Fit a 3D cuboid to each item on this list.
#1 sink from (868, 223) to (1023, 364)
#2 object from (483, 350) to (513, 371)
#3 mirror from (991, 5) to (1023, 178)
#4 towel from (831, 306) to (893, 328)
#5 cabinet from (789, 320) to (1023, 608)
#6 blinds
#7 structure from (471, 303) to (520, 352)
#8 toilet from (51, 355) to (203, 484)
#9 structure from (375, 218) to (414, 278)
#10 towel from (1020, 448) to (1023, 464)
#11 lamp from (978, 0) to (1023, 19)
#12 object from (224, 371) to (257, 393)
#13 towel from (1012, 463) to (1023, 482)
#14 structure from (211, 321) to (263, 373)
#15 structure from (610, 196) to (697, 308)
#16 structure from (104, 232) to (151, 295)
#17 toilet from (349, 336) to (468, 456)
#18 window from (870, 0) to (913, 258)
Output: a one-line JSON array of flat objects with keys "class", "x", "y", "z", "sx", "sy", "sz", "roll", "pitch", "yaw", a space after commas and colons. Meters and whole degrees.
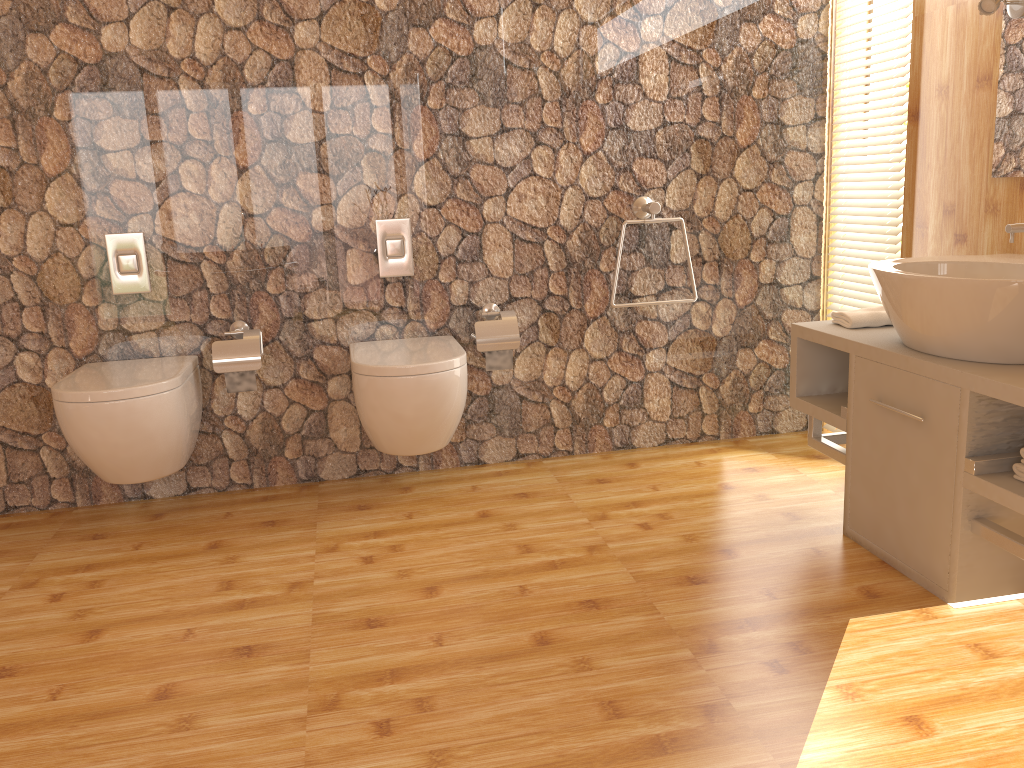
[{"class": "sink", "x": 1.195, "y": -0.292, "z": 2.205, "sx": 0.533, "sy": 0.409, "sz": 0.634, "roll": -5, "pitch": 13, "yaw": -10}, {"class": "object", "x": -0.053, "y": -0.129, "z": 3.145, "sx": 0.098, "sy": 0.151, "sz": 0.090, "roll": -5, "pitch": 13, "yaw": -10}, {"class": "mirror", "x": 1.431, "y": -0.774, "z": 2.148, "sx": 0.005, "sy": 0.523, "sz": 0.698, "roll": -5, "pitch": 13, "yaw": -10}, {"class": "towel", "x": 1.094, "y": -0.205, "z": 2.661, "sx": 0.225, "sy": 0.048, "sz": 0.140, "roll": -4, "pitch": 13, "yaw": -5}, {"class": "cabinet", "x": 1.224, "y": 0.185, "z": 2.315, "sx": 0.517, "sy": 0.570, "sz": 1.136, "roll": -5, "pitch": 13, "yaw": -10}, {"class": "blinds", "x": 1.259, "y": -0.845, "z": 3.125, "sx": 0.042, "sy": 2.178, "sz": 0.420, "roll": -5, "pitch": 13, "yaw": -10}, {"class": "structure", "x": -0.068, "y": -0.204, "z": 3.151, "sx": 0.170, "sy": 0.151, "sz": 0.154, "roll": -5, "pitch": 13, "yaw": -10}, {"class": "toilet", "x": -1.203, "y": 0.131, "z": 2.808, "sx": 0.371, "sy": 0.337, "sz": 0.507, "roll": -5, "pitch": 13, "yaw": -10}, {"class": "structure", "x": -0.409, "y": -0.475, "z": 3.097, "sx": 0.120, "sy": 0.200, "sz": 0.010, "roll": -5, "pitch": 13, "yaw": -10}, {"class": "towel", "x": 1.236, "y": 0.156, "z": 1.899, "sx": 0.225, "sy": 0.048, "sz": 0.140, "roll": -4, "pitch": 13, "yaw": -5}, {"class": "lamp", "x": 1.304, "y": -1.017, "z": 2.365, "sx": 0.124, "sy": 0.080, "sz": 0.080, "roll": -5, "pitch": 13, "yaw": -10}, {"class": "object", "x": -0.914, "y": -0.053, "z": 2.989, "sx": 0.098, "sy": 0.151, "sz": 0.090, "roll": -5, "pitch": 13, "yaw": -10}, {"class": "towel", "x": 1.228, "y": 0.191, "z": 1.914, "sx": 0.225, "sy": 0.048, "sz": 0.140, "roll": -4, "pitch": 13, "yaw": -5}, {"class": "structure", "x": -0.928, "y": -0.128, "z": 2.994, "sx": 0.170, "sy": 0.151, "sz": 0.154, "roll": -5, "pitch": 13, "yaw": -10}, {"class": "structure", "x": 0.500, "y": -0.483, "z": 3.216, "sx": 0.332, "sy": 0.387, "sz": 0.133, "roll": -5, "pitch": 13, "yaw": -10}, {"class": "structure", "x": -1.273, "y": -0.399, "z": 2.940, "sx": 0.120, "sy": 0.200, "sz": 0.010, "roll": -5, "pitch": 13, "yaw": -10}, {"class": "toilet", "x": -0.339, "y": 0.055, "z": 2.965, "sx": 0.371, "sy": 0.337, "sz": 0.507, "roll": -5, "pitch": 13, "yaw": -10}, {"class": "window", "x": 1.740, "y": -0.482, "z": 1.450, "sx": 0.010, "sy": 2.164, "sz": 3.964, "roll": -5, "pitch": 13, "yaw": -10}]
